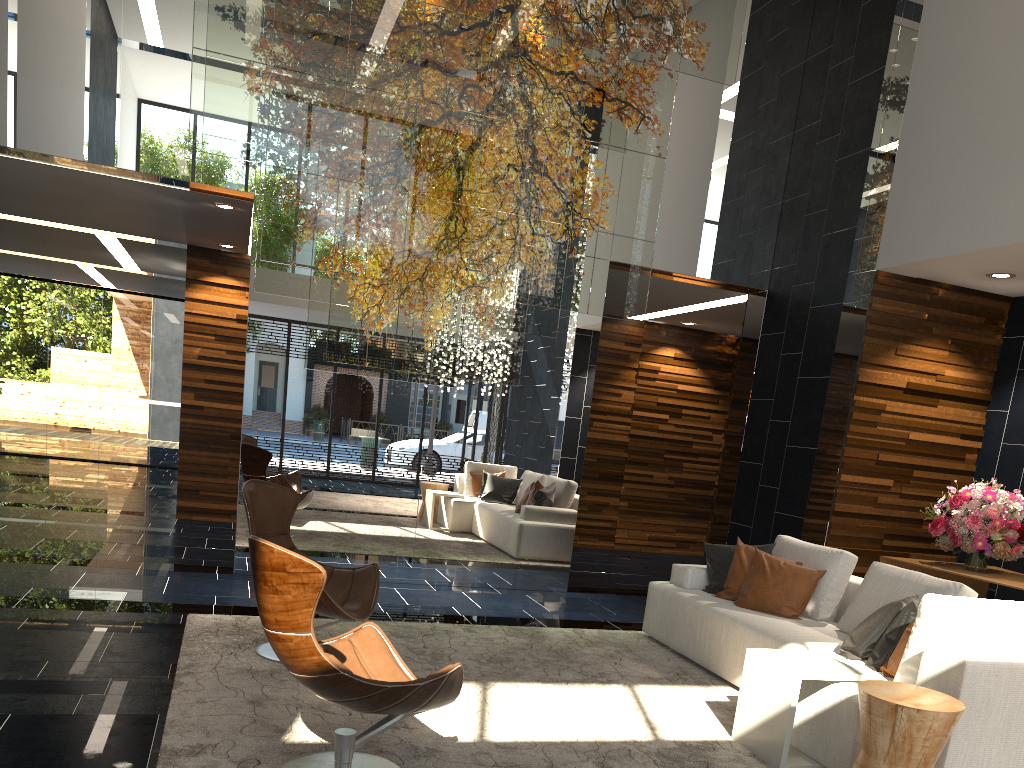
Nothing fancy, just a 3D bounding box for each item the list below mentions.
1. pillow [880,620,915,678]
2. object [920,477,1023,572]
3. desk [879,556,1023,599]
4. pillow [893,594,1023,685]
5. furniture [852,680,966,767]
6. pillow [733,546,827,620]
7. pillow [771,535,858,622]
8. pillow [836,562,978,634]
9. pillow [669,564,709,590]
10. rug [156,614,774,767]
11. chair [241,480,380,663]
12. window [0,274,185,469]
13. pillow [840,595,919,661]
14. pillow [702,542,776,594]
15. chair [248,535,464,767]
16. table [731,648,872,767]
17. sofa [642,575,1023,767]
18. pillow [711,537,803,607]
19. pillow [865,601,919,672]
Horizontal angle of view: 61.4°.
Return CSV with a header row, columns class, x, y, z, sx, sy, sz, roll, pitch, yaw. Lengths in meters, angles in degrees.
class,x,y,z,sx,sy,sz,roll,pitch,yaw
pillow,1.987,1.227,4.081,0.523,0.424,0.259,6,7,-22
object,3.367,1.001,6.145,0.695,0.694,0.640,5,5,-27
desk,3.526,1.720,5.677,0.996,0.764,2.188,6,-1,-18
pillow,2.116,1.191,3.915,0.716,0.472,0.210,6,8,-17
furniture,1.546,1.492,3.457,0.389,0.535,0.386,8,6,17
pillow,1.657,1.253,5.391,0.508,0.424,0.267,9,7,42
pillow,1.884,1.244,5.577,0.249,0.461,0.701,4,2,-18
pillow,2.151,1.241,4.741,0.292,0.446,0.700,4,2,-17
pillow,1.428,1.362,6.075,0.628,0.155,0.233,8,1,-23
rug,1.257,1.792,4.826,5.940,0.006,3.135,8,-3,-18
chair,-1.136,1.029,4.683,0.785,0.955,0.660,7,6,9
window,-7.188,-0.170,14.136,3.982,2.919,0.057,6,10,-18
pillow,1.903,1.251,4.449,0.293,0.374,0.504,10,3,32
pillow,1.515,1.235,5.794,0.545,0.426,0.252,8,7,29
chair,-0.553,1.021,3.135,0.659,0.954,0.787,12,7,40
table,1.350,1.525,4.060,0.402,0.478,0.388,5,5,-18
sofa,1.750,1.501,4.977,1.299,0.697,2.781,7,-2,-18
pillow,1.603,1.232,5.599,0.538,0.442,0.241,8,7,37
pillow,1.966,1.248,4.282,0.249,0.425,0.555,12,5,40
